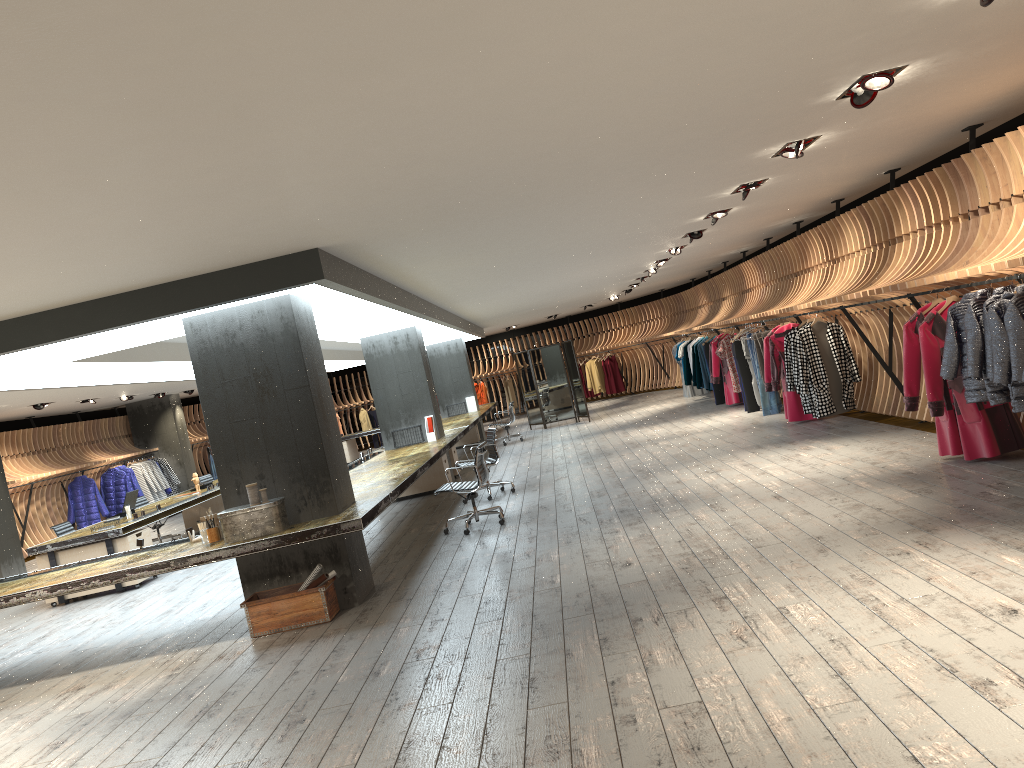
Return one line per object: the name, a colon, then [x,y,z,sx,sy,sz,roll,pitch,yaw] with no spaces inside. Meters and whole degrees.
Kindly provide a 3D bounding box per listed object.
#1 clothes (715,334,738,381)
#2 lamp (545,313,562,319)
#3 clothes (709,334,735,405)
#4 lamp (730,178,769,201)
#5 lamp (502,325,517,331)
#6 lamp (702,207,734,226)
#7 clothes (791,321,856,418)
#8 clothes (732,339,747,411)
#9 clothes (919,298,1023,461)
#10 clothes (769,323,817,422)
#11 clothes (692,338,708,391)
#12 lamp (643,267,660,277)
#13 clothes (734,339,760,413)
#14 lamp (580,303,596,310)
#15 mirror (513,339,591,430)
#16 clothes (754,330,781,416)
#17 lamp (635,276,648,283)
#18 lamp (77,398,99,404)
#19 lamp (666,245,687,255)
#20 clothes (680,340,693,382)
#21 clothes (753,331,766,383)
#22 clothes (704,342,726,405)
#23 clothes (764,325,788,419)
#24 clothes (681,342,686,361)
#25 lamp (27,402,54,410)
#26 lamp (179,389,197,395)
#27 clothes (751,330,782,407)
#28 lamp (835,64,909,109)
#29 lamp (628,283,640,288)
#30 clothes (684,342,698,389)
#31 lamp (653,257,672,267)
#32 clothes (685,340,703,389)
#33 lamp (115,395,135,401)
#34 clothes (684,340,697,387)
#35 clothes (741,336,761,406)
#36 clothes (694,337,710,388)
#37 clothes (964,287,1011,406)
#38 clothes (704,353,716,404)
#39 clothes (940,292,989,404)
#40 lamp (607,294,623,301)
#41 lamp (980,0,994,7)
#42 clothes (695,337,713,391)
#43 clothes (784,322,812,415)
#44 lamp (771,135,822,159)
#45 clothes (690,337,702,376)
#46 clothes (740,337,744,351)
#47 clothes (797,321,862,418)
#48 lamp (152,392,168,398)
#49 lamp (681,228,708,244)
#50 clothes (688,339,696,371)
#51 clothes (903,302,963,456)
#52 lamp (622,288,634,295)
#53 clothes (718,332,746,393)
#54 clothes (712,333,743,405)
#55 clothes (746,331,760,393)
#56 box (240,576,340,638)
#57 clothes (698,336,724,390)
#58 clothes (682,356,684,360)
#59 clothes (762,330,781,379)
clothes: [3.965,-0.383,15.428,0.760,1.020,0.188,-13,0,3]
lamp: [1.169,-2.013,25.624,0.270,0.294,0.492,-13,1,-42]
clothes: [4.033,-0.302,16.337,0.839,1.312,0.321,-13,0,1]
lamp: [2.273,-1.934,8.520,0.269,0.295,0.493,-13,1,2]
lamp: [-0.037,-1.762,26.620,0.492,0.292,0.270,-12,1,35]
lamp: [2.335,-1.979,10.113,0.269,0.294,0.493,-13,1,2]
clothes: [3.810,-0.204,10.855,0.772,1.160,0.191,-13,0,3]
clothes: [3.987,-0.131,14.703,0.538,1.353,0.088,-12,0,42]
clothes: [3.742,-0.054,7.112,0.839,1.317,0.319,-13,0,10]
clothes: [3.861,-0.175,11.913,0.838,1.312,0.321,-12,0,31]
clothes: [4.092,-0.432,18.237,0.913,1.081,0.238,-13,0,7]
lamp: [2.585,-2.153,16.488,0.269,0.301,0.493,-13,1,2]
clothes: [3.996,-0.130,14.500,0.539,1.353,0.087,-13,0,2]
lamp: [2.078,-2.193,24.340,0.270,0.292,0.492,-13,1,-30]
mirror: [0.931,0.047,20.643,2.108,1.892,0.444,-12,1,43]
clothes: [3.923,-0.075,13.649,0.373,1.536,0.312,-13,0,14]
lamp: [2.646,-2.204,18.081,0.269,0.286,0.493,-13,1,2]
lamp: [-8.350,0.278,17.438,0.269,0.294,0.493,-13,1,2]
lamp: [2.459,-2.072,13.301,0.269,0.284,0.493,-13,1,2]
clothes: [4.098,-0.532,19.546,0.734,0.937,0.164,-13,0,6]
clothes: [3.840,-0.408,13.360,0.278,0.767,0.263,-13,0,10]
clothes: [4.079,-0.197,17.095,0.539,1.353,0.087,-13,0,7]
clothes: [3.871,-0.182,12.201,0.838,1.312,0.321,-12,0,21]
clothes: [4.176,-0.541,19.949,0.743,0.960,0.167,-13,0,-4]
lamp: [-8.412,0.322,15.844,0.269,0.292,0.493,-13,1,2]
lamp: [-8.105,0.132,22.213,0.269,0.292,0.493,-13,1,9]
clothes: [3.958,-0.209,13.792,0.277,1.291,0.316,-13,0,-34]
lamp: [2.149,-1.842,5.333,0.269,0.302,0.493,-13,1,2]
lamp: [2.709,-2.245,19.675,0.269,0.294,0.493,-13,1,2]
clothes: [4.140,-0.459,19.264,0.913,1.081,0.238,-13,0,2]
lamp: [2.522,-2.111,14.894,0.269,0.296,0.493,-13,1,2]
clothes: [4.129,-0.456,19.178,0.913,1.081,0.238,-13,0,7]
lamp: [-8.288,0.230,19.032,0.269,0.286,0.493,-13,1,2]
clothes: [4.137,-0.461,19.387,0.913,1.081,0.238,-13,0,2]
clothes: [3.913,-0.224,14.191,0.278,1.141,0.172,-13,0,10]
clothes: [4.090,-0.457,18.006,0.715,1.088,0.257,-13,0,-2]
clothes: [3.538,-0.279,6.451,0.501,0.854,0.244,-13,0,-13]
clothes: [4.104,-0.207,17.285,0.538,1.353,0.088,-13,0,27]
clothes: [3.578,-0.279,6.730,0.166,0.854,0.744,-13,0,-43]
lamp: [2.626,-2.290,22.855,0.269,0.287,0.492,-13,1,-17]
lamp: [2.086,-1.799,3.739,0.269,0.298,0.493,-13,1,2]
clothes: [4.085,-0.424,17.882,0.913,1.081,0.238,-13,0,2]
clothes: [3.808,-0.209,11.147,0.772,1.160,0.191,-12,0,23]
lamp: [2.210,-1.890,6.926,0.269,0.294,0.493,-13,1,2]
clothes: [4.071,-0.453,18.572,0.733,1.106,0.165,-13,0,2]
clothes: [3.931,-0.227,14.297,0.272,1.143,0.170,-13,0,35]
clothes: [3.788,-0.195,10.632,0.773,1.160,0.191,-13,0,-7]
lamp: [-8.226,0.189,20.625,0.269,0.292,0.493,-13,1,2]
lamp: [2.397,-2.025,11.707,0.269,0.291,0.493,-13,1,2]
clothes: [4.134,-0.470,18.760,0.732,1.106,0.165,-13,0,7]
clothes: [3.683,-0.051,7.393,0.838,1.312,0.321,-12,0,31]
lamp: [2.769,-2.290,21.269,0.269,0.291,0.492,-13,1,-2]
clothes: [3.941,-0.376,15.207,0.760,1.030,0.179,-13,0,-12]
clothes: [4.021,-0.293,16.047,0.839,1.312,0.321,-13,0,11]
clothes: [3.952,-0.094,13.940,0.277,1.543,0.316,-13,0,1]
box: [-1.700,1.729,6.862,0.664,0.282,0.342,-13,1,2]
clothes: [4.072,-0.444,17.567,0.714,1.088,0.257,-13,0,8]
clothes: [4.123,-0.525,19.731,0.743,0.950,0.167,-13,0,-14]
clothes: [3.951,-0.436,13.181,0.336,0.776,0.255,-13,0,18]
